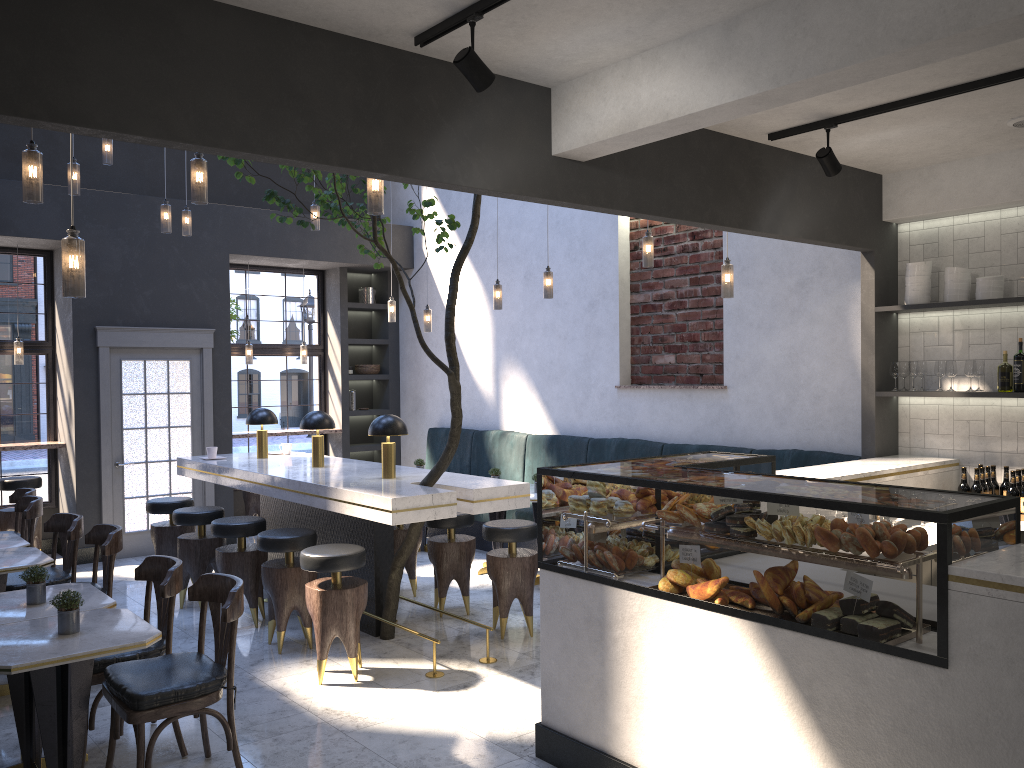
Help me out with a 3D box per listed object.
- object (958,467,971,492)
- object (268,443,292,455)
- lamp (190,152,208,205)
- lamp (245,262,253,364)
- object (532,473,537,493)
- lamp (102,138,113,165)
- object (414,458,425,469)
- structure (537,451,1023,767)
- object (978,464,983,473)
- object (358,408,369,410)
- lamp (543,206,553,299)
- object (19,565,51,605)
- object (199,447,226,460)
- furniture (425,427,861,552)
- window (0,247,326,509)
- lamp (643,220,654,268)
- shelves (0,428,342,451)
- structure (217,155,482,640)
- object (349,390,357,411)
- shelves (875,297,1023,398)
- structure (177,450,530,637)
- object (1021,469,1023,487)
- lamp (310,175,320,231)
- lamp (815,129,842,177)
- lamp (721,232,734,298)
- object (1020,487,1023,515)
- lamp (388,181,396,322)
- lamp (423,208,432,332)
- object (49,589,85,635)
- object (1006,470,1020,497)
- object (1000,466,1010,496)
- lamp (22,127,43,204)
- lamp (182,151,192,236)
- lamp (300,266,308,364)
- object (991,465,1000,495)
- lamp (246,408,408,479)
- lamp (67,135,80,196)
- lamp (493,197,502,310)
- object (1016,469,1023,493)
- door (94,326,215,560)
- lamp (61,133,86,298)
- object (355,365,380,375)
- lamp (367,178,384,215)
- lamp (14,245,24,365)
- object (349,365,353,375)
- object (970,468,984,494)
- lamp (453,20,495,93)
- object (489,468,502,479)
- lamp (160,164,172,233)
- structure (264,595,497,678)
[{"bbox_3d":[2.718,0.640,5.332,0.069,0.279,0.070,0,1,13],"label":"object"},{"bbox_3d":[-2.029,0.564,7.753,0.301,0.097,0.176,0,1,42],"label":"object"},{"bbox_3d":[-1.603,-2.966,4.447,0.078,4.106,0.078,-1,1,-9],"label":"lamp"},{"bbox_3d":[-2.923,-0.931,9.826,0.078,1.429,0.078,0,1,13],"label":"lamp"},{"bbox_3d":[0.220,0.808,7.277,0.122,0.165,0.118,0,1,29],"label":"object"},{"bbox_3d":[-3.387,-3.883,7.341,0.078,4.106,0.078,0,1,36],"label":"lamp"},{"bbox_3d":[-0.901,0.808,8.659,0.122,0.165,0.118,0,1,29],"label":"object"},{"bbox_3d":[3.191,0.999,2.721,3.205,1.300,5.805,-1,1,-39],"label":"structure"},{"bbox_3d":[2.893,0.636,5.473,0.070,0.279,0.069,-1,1,-7],"label":"object"},{"bbox_3d":[-1.784,0.303,10.662,0.130,0.026,0.130,0,1,34],"label":"object"},{"bbox_3d":[0.276,-2.754,7.236,0.078,4.106,0.078,0,1,13],"label":"lamp"},{"bbox_3d":[-2.059,0.866,3.833,0.122,0.165,0.118,0,1,29],"label":"object"},{"bbox_3d":[-2.478,0.572,7.347,0.176,0.098,0.204,-1,1,-34],"label":"object"},{"bbox_3d":[-1.513,1.094,6.304,6.020,1.151,5.340,-1,1,-39],"label":"furniture"},{"bbox_3d":[-0.125,-1.461,4.491,6.405,5.365,12.709,-1,1,-39],"label":"window"},{"bbox_3d":[0.964,-2.899,6.383,0.078,4.106,0.078,0,1,36],"label":"lamp"},{"bbox_3d":[-3.814,0.579,9.124,4.402,0.043,0.384,-1,1,-39],"label":"shelves"},{"bbox_3d":[-0.757,-1.324,5.725,3.744,5.989,2.806,-1,1,4],"label":"structure"},{"bbox_3d":[-1.908,0.194,10.596,0.098,0.248,0.098,-1,1,0],"label":"object"},{"bbox_3d":[3.614,-0.212,4.466,0.300,0.580,3.600,-1,1,-39],"label":"shelves"},{"bbox_3d":[-1.365,1.141,6.510,0.990,1.050,3.490,-1,1,-39],"label":"structure"},{"bbox_3d":[3.010,0.638,5.212,0.069,0.279,0.070,0,1,28],"label":"object"},{"bbox_3d":[-1.785,-3.432,7.907,0.078,4.106,0.078,0,1,36],"label":"lamp"},{"bbox_3d":[1.618,-1.181,4.529,0.157,0.235,0.087,-2,1,-45],"label":"lamp"},{"bbox_3d":[1.408,-2.624,5.845,0.078,4.106,0.078,0,1,36],"label":"lamp"},{"bbox_3d":[2.940,0.640,5.060,0.069,0.279,0.070,0,1,28],"label":"object"},{"bbox_3d":[-1.266,-2.694,9.138,0.078,4.106,0.078,0,1,36],"label":"lamp"},{"bbox_3d":[-0.846,-2.561,8.625,0.078,4.106,0.078,0,1,36],"label":"lamp"},{"bbox_3d":[-1.692,0.866,3.381,0.122,0.165,0.118,0,1,29],"label":"object"},{"bbox_3d":[2.892,0.640,5.118,0.069,0.279,0.070,0,1,13],"label":"object"},{"bbox_3d":[2.988,0.636,5.358,0.069,0.279,0.070,-1,1,-17],"label":"object"},{"bbox_3d":[-2.102,-2.841,3.811,0.078,4.106,0.078,0,1,36],"label":"lamp"},{"bbox_3d":[-2.880,-3.356,7.757,0.078,4.106,0.078,0,1,36],"label":"lamp"},{"bbox_3d":[-2.413,-0.941,10.239,0.078,1.429,0.078,-1,1,-9],"label":"lamp"},{"bbox_3d":[2.941,0.636,5.416,0.069,0.279,0.070,0,1,28],"label":"object"},{"bbox_3d":[0.355,-1.003,3.304,8.835,3.257,4.182,0,1,34],"label":"lamp"},{"bbox_3d":[-3.131,-3.396,6.258,0.078,4.106,0.078,0,1,36],"label":"lamp"},{"bbox_3d":[-0.147,-2.707,7.759,0.078,4.106,0.078,0,1,13],"label":"lamp"},{"bbox_3d":[2.951,0.639,5.165,0.070,0.279,0.069,-1,1,-37],"label":"object"},{"bbox_3d":[-3.480,0.560,8.711,1.132,2.219,0.152,-1,1,-39],"label":"door"},{"bbox_3d":[-1.665,-2.378,3.288,0.078,4.106,0.078,0,1,36],"label":"lamp"},{"bbox_3d":[-1.759,-0.175,10.802,0.305,0.124,0.305,-1,1,-18],"label":"object"},{"bbox_3d":[-0.659,-2.847,4.099,0.078,4.106,0.078,-1,1,-9],"label":"lamp"},{"bbox_3d":[-4.684,-0.898,8.397,0.078,1.429,0.078,0,1,13],"label":"lamp"},{"bbox_3d":[-1.958,-0.169,10.610,0.117,0.119,0.116,0,1,27],"label":"object"},{"bbox_3d":[2.766,0.640,5.274,0.069,0.279,0.070,0,1,28],"label":"object"},{"bbox_3d":[-0.132,-1.149,3.109,0.157,0.238,0.087,-2,1,-45],"label":"lamp"},{"bbox_3d":[-0.147,0.808,7.729,0.122,0.165,0.118,0,1,29],"label":"object"},{"bbox_3d":[-2.779,-3.259,7.032,0.078,4.106,0.078,0,1,36],"label":"lamp"},{"bbox_3d":[-1.361,1.561,6.518,0.496,0.210,3.498,-1,1,-39],"label":"structure"}]
